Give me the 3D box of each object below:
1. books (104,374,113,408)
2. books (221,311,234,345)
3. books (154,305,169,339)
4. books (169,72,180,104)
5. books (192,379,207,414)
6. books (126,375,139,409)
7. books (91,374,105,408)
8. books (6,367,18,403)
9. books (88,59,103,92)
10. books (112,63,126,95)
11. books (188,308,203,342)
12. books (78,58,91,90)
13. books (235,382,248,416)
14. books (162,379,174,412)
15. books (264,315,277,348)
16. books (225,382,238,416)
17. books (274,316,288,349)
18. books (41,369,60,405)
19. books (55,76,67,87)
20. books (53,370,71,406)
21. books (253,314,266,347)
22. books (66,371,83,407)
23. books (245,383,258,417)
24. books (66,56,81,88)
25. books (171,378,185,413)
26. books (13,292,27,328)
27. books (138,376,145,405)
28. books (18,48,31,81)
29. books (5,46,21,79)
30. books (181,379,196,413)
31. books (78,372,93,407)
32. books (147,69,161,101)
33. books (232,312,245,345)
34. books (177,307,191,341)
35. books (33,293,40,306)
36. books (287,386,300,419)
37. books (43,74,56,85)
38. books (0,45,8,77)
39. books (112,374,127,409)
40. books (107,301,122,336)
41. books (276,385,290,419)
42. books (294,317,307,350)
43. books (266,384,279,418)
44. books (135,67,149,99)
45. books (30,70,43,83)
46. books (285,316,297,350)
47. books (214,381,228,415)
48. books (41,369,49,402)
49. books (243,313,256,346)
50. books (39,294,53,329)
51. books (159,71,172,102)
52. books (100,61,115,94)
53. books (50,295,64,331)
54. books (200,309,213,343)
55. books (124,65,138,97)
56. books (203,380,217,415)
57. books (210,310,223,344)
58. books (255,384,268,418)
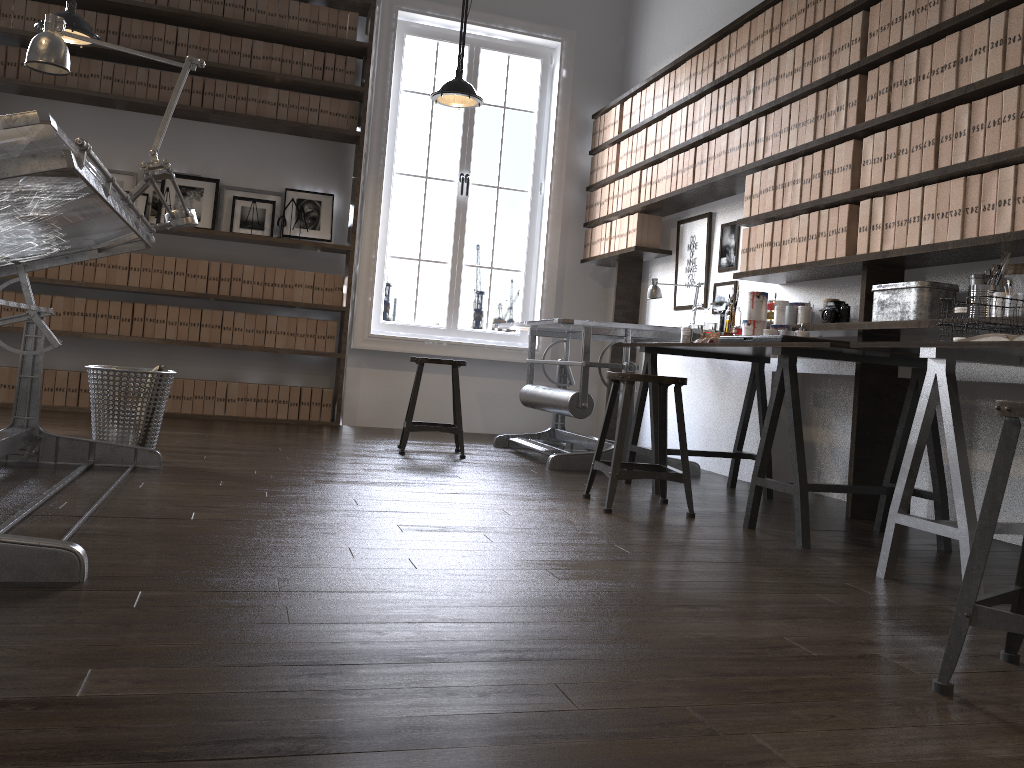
[{"bbox_3d":[-2.651,0.046,5.853,0.066,0.226,0.174,5,-1,-17],"label":"books"},{"bbox_3d":[-1.946,-0.385,6.064,0.066,0.226,0.174,5,-1,-17],"label":"books"},{"bbox_3d":[-2.349,-0.415,5.943,0.066,0.226,0.174,5,-1,-17],"label":"books"},{"bbox_3d":[-2.270,-1.965,5.984,0.066,0.226,0.174,5,-1,-17],"label":"books"},{"bbox_3d":[-2.123,0.086,6.014,0.066,0.226,0.174,5,-1,-17],"label":"books"},{"bbox_3d":[-2.521,0.056,5.887,0.066,0.226,0.174,5,-1,-17],"label":"books"},{"bbox_3d":[-2.715,0.042,5.836,0.066,0.226,0.174,5,-1,-17],"label":"books"},{"bbox_3d":[-3.188,0.006,5.692,0.066,0.226,0.174,5,-1,-17],"label":"books"},{"bbox_3d":[-2.738,-2.000,5.843,0.066,0.226,0.174,5,-1,-17],"label":"books"},{"bbox_3d":[-2.602,-1.990,5.886,0.066,0.226,0.174,5,-1,-17],"label":"books"},{"bbox_3d":[-2.148,-0.400,6.009,0.066,0.226,0.174,5,-1,-17],"label":"books"},{"bbox_3d":[-2.798,-2.005,5.827,0.066,0.226,0.174,5,-1,-17],"label":"books"},{"bbox_3d":[-1.860,0.105,6.091,0.066,0.226,0.174,5,-1,-17],"label":"books"},{"bbox_3d":[-2.312,0.072,5.953,0.066,0.226,0.174,5,-1,-17],"label":"books"},{"bbox_3d":[-1.677,-0.365,6.146,0.067,0.226,0.174,5,-1,-17],"label":"books"},{"bbox_3d":[-1.919,0.101,6.071,0.066,0.226,0.174,5,-1,-17],"label":"books"},{"bbox_3d":[-1.608,-0.360,6.169,0.066,0.226,0.174,5,-1,-17],"label":"books"},{"bbox_3d":[-2.992,0.021,5.752,0.066,0.226,0.174,5,-1,-17],"label":"books"},{"bbox_3d":[-2.927,-2.014,5.789,0.066,0.226,0.174,5,-1,-17],"label":"books"},{"bbox_3d":[-2.923,0.026,5.769,0.066,0.226,0.174,5,-1,-17],"label":"books"},{"bbox_3d":[-1.745,-0.370,6.130,0.066,0.226,0.174,5,-1,-17],"label":"books"},{"bbox_3d":[-2.857,0.031,5.793,0.066,0.226,0.174,5,-1,-17],"label":"books"},{"bbox_3d":[-1.795,0.110,6.105,0.067,0.226,0.174,5,-1,-17],"label":"books"},{"bbox_3d":[-2.860,-2.009,5.803,0.067,0.226,0.174,5,-1,-17],"label":"books"},{"bbox_3d":[-2.253,0.076,5.973,0.066,0.226,0.174,5,-1,-17],"label":"books"},{"bbox_3d":[-3.150,-0.475,5.710,0.066,0.226,0.174,5,-1,-17],"label":"books"},{"bbox_3d":[-2.453,0.061,5.911,0.066,0.226,0.174,5,-1,-17],"label":"books"},{"bbox_3d":[-3.130,-2.029,5.729,0.066,0.226,0.174,5,-1,-17],"label":"books"},{"bbox_3d":[-3.200,-2.035,5.702,0.067,0.226,0.174,5,-1,-17],"label":"books"},{"bbox_3d":[-2.188,0.081,5.987,0.067,0.226,0.174,5,-1,-17],"label":"books"},{"bbox_3d":[-2.784,0.037,5.810,0.067,0.226,0.174,5,-1,-17],"label":"books"},{"bbox_3d":[-2.398,-1.975,5.941,0.066,0.226,0.174,5,-1,-17],"label":"books"},{"bbox_3d":[-1.878,-0.380,6.088,0.066,0.226,0.174,5,-1,-17],"label":"books"},{"bbox_3d":[-2.215,-0.405,5.991,0.066,0.226,0.174,5,-1,-17],"label":"books"},{"bbox_3d":[-3.083,-0.470,5.728,0.066,0.226,0.174,5,-1,-17],"label":"books"},{"bbox_3d":[-1.529,0.130,6.192,0.066,0.226,0.174,5,-1,-17],"label":"books"},{"bbox_3d":[-2.994,-2.019,5.769,0.066,0.226,0.174,5,-1,-17],"label":"books"},{"bbox_3d":[-3.272,-2.040,5.686,0.066,0.226,0.174,5,-1,-17],"label":"books"},{"bbox_3d":[-2.590,0.051,5.866,0.067,0.226,0.174,5,-1,-17],"label":"books"},{"bbox_3d":[-2.622,-0.435,5.863,0.066,0.226,0.174,5,-1,-17],"label":"books"},{"bbox_3d":[-1.596,0.125,6.167,0.066,0.226,0.174,5,-1,-17],"label":"books"},{"bbox_3d":[-1.484,-0.350,6.203,0.067,0.226,0.174,5,-1,-17],"label":"books"},{"bbox_3d":[-1.664,0.120,6.151,0.066,0.226,0.174,5,-1,-17],"label":"books"},{"bbox_3d":[-2.468,-1.980,5.924,0.066,0.226,0.174,5,-1,-17],"label":"books"},{"bbox_3d":[-3.061,-2.024,5.745,0.066,0.226,0.174,5,-1,-17],"label":"books"},{"bbox_3d":[-1.549,-0.355,6.188,0.066,0.226,0.174,5,-1,-17],"label":"books"},{"bbox_3d":[-1.988,0.096,6.049,0.067,0.226,0.174,5,-1,-17],"label":"books"},{"bbox_3d":[-3.060,0.016,5.732,0.066,0.226,0.174,5,-1,-17],"label":"books"},{"bbox_3d":[-1.812,-0.375,6.111,0.066,0.226,0.174,5,-1,-17],"label":"books"},{"bbox_3d":[-3.015,-0.464,5.745,0.067,0.226,0.174,5,-1,-17],"label":"books"},{"bbox_3d":[-2.329,-1.970,5.962,0.067,0.226,0.174,5,-1,-17],"label":"books"},{"bbox_3d":[-2.668,-1.995,5.862,0.067,0.226,0.174,5,-1,-17],"label":"books"},{"bbox_3d":[-2.946,-0.459,5.767,0.066,0.226,0.174,5,-1,-17],"label":"books"},{"bbox_3d":[-2.077,-0.395,6.029,0.066,0.226,0.174,5,-1,-17],"label":"books"},{"bbox_3d":[-2.536,-1.985,5.908,0.066,0.226,0.174,5,-1,-17],"label":"books"},{"bbox_3d":[-2.056,0.091,6.032,0.066,0.226,0.174,5,-1,-17],"label":"books"},{"bbox_3d":[-2.015,-0.390,6.043,0.067,0.226,0.174,5,-1,-17],"label":"books"},{"bbox_3d":[-1.732,0.115,6.130,0.066,0.226,0.174,5,-1,-17],"label":"books"}]
